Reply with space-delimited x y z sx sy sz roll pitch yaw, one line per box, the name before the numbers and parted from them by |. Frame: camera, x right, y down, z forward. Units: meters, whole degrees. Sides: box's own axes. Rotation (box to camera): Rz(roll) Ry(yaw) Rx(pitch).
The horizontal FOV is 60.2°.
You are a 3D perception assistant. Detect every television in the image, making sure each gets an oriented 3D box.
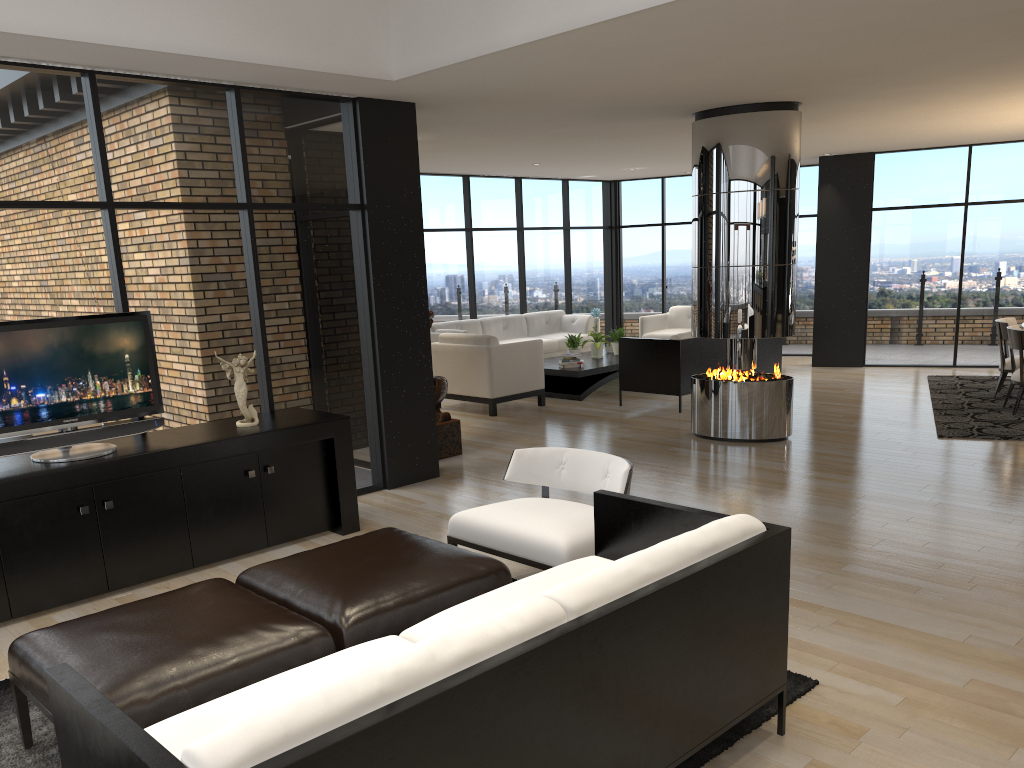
television | -2.305 0.016 4.554 0.928 0.725 0.402 -7 13 -25

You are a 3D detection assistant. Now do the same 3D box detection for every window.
window | 0.672 -1.660 5.938 10.091 4.877 15.660 3 10 33

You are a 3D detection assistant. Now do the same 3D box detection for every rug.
rug | -0.781 1.251 3.276 3.002 0.012 2.463 -10 11 -42
rug | 5.588 0.198 8.581 2.713 0.011 3.661 1 9 24

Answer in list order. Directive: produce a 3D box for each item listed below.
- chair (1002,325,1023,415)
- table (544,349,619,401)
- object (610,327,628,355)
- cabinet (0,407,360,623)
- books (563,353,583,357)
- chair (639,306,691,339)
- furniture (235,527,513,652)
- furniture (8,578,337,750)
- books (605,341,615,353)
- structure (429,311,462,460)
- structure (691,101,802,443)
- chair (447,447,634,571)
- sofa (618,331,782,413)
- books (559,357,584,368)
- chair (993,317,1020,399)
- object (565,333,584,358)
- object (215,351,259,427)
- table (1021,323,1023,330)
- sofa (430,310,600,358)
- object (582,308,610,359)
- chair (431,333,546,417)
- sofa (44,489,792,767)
chair | 4.911 -0.124 8.190 0.616 0.822 0.631 1 12 17
table | 1.046 -0.146 11.176 2.010 0.358 1.255 -10 12 -43
object | 1.376 -0.566 11.434 0.284 0.377 0.211 3 13 24
cabinet | -2.280 0.738 4.703 3.007 0.755 0.616 -10 14 -43
books | 0.715 -0.341 10.394 0.184 0.027 0.152 4 10 37
chair | 2.428 -0.649 12.436 0.845 0.872 0.994 -13 14 -43
furniture | -0.568 0.943 3.666 0.819 0.492 0.821 -12 13 -43
furniture | -1.178 1.053 3.095 0.819 0.492 0.821 -12 13 -43
books | 1.376 -0.501 11.836 0.223 0.129 0.302 0 9 14
structure | -0.899 -0.171 7.555 0.511 1.625 0.725 -15 17 -43
structure | 1.979 -0.895 7.566 0.888 2.796 0.577 6 15 33
chair | 0.199 0.714 4.333 0.677 0.688 0.799 -13 14 -43
sofa | 2.161 -0.260 10.006 2.010 0.819 0.832 -11 13 -43
books | 0.701 -0.265 10.414 0.307 0.129 0.220 -3 10 -5
chair | 5.226 -0.251 8.970 0.613 0.822 0.633 5 14 33
object | 0.761 -0.457 10.876 0.284 0.377 0.210 -1 12 9
object | -1.582 0.023 5.190 0.254 0.468 0.104 -13 17 -41
table | 5.533 -0.171 8.443 1.207 0.784 2.072 2 10 26
sofa | 0.047 -0.500 12.154 2.666 0.872 0.848 -11 13 -43
object | 1.082 -0.641 11.108 0.354 0.643 0.365 -8 13 -24
chair | -0.266 -0.165 9.925 0.845 0.872 0.994 -13 14 -43
sofa | -0.092 0.914 2.573 2.010 0.819 0.832 -11 13 -43
